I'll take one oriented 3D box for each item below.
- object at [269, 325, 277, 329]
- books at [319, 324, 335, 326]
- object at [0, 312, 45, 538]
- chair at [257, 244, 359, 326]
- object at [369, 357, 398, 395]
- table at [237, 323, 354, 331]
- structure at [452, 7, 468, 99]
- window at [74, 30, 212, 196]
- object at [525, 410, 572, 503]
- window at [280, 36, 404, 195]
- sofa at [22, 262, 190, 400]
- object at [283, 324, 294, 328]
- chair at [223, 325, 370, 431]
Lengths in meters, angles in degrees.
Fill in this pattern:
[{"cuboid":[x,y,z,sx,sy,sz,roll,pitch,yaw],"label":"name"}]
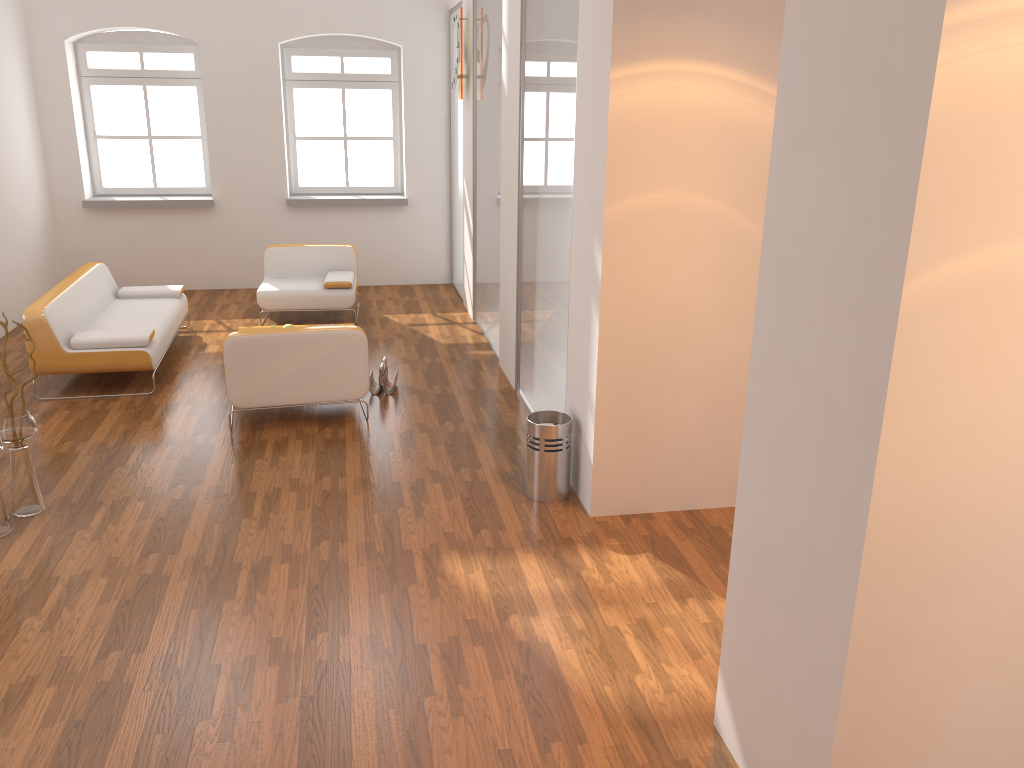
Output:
[{"cuboid":[-2.034,-0.458,7.538,0.080,0.087,0.094,6,19,16],"label":"object"},{"cuboid":[-1.607,-0.493,7.799,0.171,0.004,0.249,-9,21,-29],"label":"books"},{"cuboid":[-2.551,0.209,4.287,0.284,1.112,0.655,4,18,10],"label":"object"},{"cuboid":[-1.994,-0.989,8.736,0.923,0.661,0.825,-2,18,-7],"label":"chair"},{"cuboid":[-0.965,-0.064,6.650,0.189,0.217,0.281,0,18,-2],"label":"object"},{"cuboid":[-1.821,-0.301,7.447,1.000,0.150,1.000,-3,18,-10],"label":"table"},{"cuboid":[-0.476,-3.091,8.322,0.125,0.800,0.605,-3,18,-10],"label":"structure"},{"cuboid":[-3.971,-2.918,9.656,1.308,1.737,0.142,-3,18,-10],"label":"window"},{"cuboid":[0.201,0.398,4.897,0.248,0.450,0.248,12,21,31],"label":"object"},{"cuboid":[-1.901,-3.010,10.031,1.308,1.737,0.142,-3,18,-10],"label":"window"},{"cuboid":[-3.212,-0.519,7.237,0.825,0.661,2.010,-3,18,-12],"label":"sofa"},{"cuboid":[-1.906,-0.466,7.562,0.105,0.091,0.103,-4,19,-16],"label":"object"},{"cuboid":[-1.496,-0.146,6.152,0.923,0.661,0.825,-4,19,-15],"label":"chair"}]
